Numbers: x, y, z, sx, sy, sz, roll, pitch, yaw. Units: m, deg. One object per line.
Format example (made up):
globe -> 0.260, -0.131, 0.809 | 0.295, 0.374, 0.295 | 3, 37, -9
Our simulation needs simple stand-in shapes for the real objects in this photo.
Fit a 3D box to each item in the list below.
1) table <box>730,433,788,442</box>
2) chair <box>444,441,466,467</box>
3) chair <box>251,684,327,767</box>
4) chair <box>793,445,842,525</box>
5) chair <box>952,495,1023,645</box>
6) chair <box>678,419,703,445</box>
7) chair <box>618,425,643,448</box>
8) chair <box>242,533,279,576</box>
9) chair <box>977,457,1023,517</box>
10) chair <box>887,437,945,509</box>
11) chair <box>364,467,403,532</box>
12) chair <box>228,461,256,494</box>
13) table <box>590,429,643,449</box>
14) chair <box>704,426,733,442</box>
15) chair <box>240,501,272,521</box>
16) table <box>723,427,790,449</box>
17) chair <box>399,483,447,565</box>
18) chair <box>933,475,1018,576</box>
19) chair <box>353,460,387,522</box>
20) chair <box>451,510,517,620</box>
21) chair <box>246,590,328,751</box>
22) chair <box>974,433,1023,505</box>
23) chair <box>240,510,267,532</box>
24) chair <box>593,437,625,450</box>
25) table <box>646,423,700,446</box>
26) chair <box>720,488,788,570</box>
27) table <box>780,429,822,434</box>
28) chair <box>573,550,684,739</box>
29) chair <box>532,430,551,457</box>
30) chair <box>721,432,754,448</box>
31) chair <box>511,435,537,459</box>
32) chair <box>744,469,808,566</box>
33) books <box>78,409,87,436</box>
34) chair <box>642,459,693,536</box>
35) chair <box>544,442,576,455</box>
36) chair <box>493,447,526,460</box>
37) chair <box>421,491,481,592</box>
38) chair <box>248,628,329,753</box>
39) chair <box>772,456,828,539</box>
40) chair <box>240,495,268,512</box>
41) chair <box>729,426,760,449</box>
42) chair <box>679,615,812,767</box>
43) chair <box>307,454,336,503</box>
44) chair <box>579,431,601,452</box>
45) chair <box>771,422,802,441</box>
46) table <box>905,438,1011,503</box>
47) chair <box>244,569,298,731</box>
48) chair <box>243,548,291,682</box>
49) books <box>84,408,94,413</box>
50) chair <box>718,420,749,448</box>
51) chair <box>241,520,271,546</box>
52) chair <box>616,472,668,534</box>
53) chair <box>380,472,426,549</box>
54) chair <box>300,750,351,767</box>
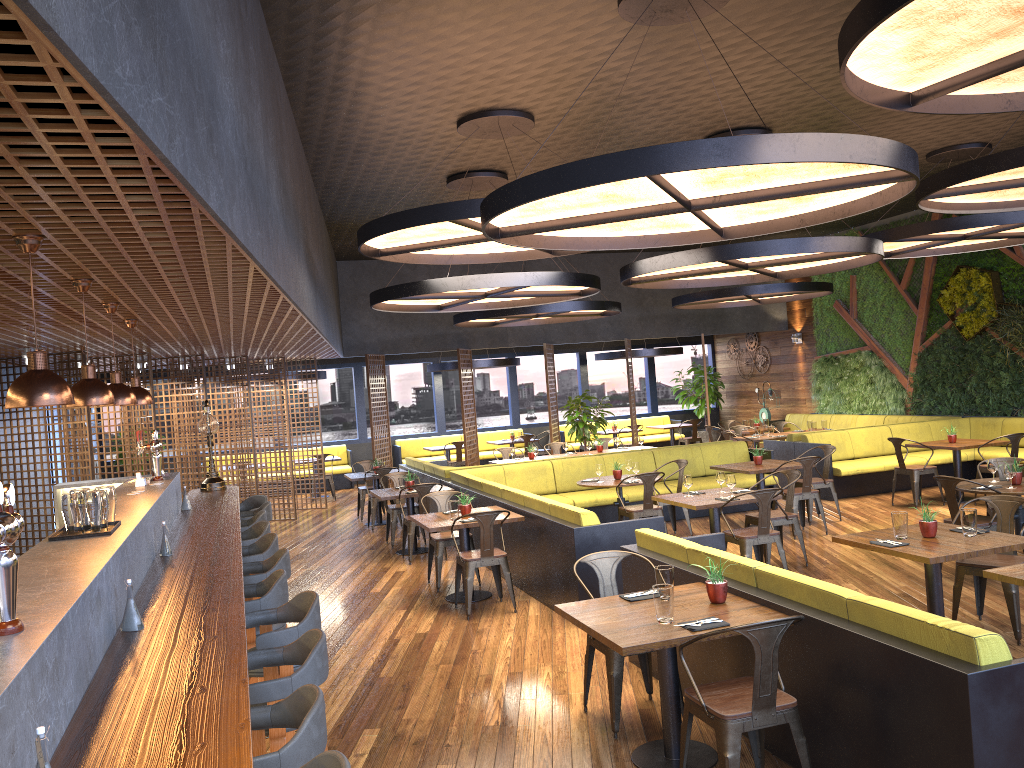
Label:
table -> 4.370, 1.270, 15.090 | 0.887, 0.763, 0.906 | -4, 0, -18
chair -> -1.094, 1.594, 17.801 | 0.504, 0.917, 0.541 | -4, 0, -17
chair -> -0.784, 1.519, 2.797 | 0.483, 1.048, 0.438 | -4, 0, 44
chair -> 3.760, 1.239, 11.017 | 0.541, 0.917, 0.504 | -4, 0, -17
chair -> 3.394, 1.271, 6.217 | 0.541, 0.917, 0.504 | -4, 0, -40
chair -> 3.914, 1.221, 19.378 | 0.504, 0.917, 0.541 | -4, 0, -17
chair -> 2.553, 1.322, 18.950 | 0.504, 0.917, 0.541 | -4, 0, -17
chair -> -1.828, 1.594, 6.187 | 0.483, 1.048, 0.438 | -4, 0, 33
chair -> 4.690, 1.173, 8.331 | 0.504, 0.917, 0.541 | -4, 0, 22
chair -> 5.230, 1.130, 11.560 | 0.541, 0.917, 0.504 | -4, 0, -17
chair -> -1.880, 1.657, 12.952 | 0.504, 0.917, 0.541 | -4, 0, -17
chair -> -5.007, 1.886, 16.568 | 0.504, 0.917, 0.541 | -4, 0, -17
table -> 2.317, 1.418, 19.610 | 0.906, 0.763, 0.887 | -4, 0, -18
chair -> 3.954, 1.220, 16.752 | 0.541, 0.917, 0.504 | -4, 0, -17
chair -> -2.420, 1.636, 8.207 | 0.438, 1.048, 0.483 | -4, 0, 11
table -> 4.702, 1.243, 16.965 | 0.887, 0.763, 0.906 | -4, 0, -18
chair -> -1.049, 1.597, 10.376 | 0.504, 0.917, 0.541 | -4, 0, -17
chair -> 3.991, 1.225, 7.681 | 0.541, 0.917, 0.504 | -4, 0, -17
chair -> -2.246, 1.683, 14.123 | 0.504, 0.917, 0.541 | -4, 0, -17
chair -> -0.257, 1.541, 7.797 | 0.504, 0.917, 0.541 | -4, 0, -17
chair -> -1.094, 1.541, 4.178 | 0.438, 1.048, 0.483 | -4, 0, 2
chair -> 6.134, 1.063, 11.086 | 0.504, 0.917, 0.541 | -4, 0, -17
chair -> -2.297, 1.627, 7.594 | 0.483, 1.048, 0.438 | -4, 0, 44
chair -> 1.702, 1.389, 15.221 | 0.504, 0.917, 0.541 | -4, 0, -17
table -> 3.649, 1.319, 20.026 | 0.887, 0.763, 0.906 | -4, 0, -18
chair -> 2.146, 1.362, 7.875 | 0.504, 0.917, 0.541 | -4, 0, -17
table -> 5.257, 1.204, 15.369 | 0.887, 0.763, 0.906 | -4, 0, -18
chair -> 0.661, 1.475, 5.169 | 0.504, 0.917, 0.541 | -4, 0, -17
chair -> 0.639, 1.464, 19.067 | 0.541, 0.917, 0.504 | -4, 0, -17
chair -> 3.812, 1.232, 14.839 | 0.541, 0.917, 0.504 | -4, 0, -17
chair -> 0.267, 1.493, 18.229 | 0.504, 0.917, 0.541 | -4, 0, -17
chair -> 2.592, 1.328, 8.749 | 0.541, 0.917, 0.504 | -4, 0, -17
books -> -7.728, 0.701, 15.996 | 0.223, 0.489, 0.286 | -4, 0, -26
chair -> 1.853, 1.381, 10.595 | 0.541, 0.917, 0.504 | -4, 0, -17
chair -> 0.845, 1.452, 14.951 | 0.504, 0.917, 0.541 | -4, 0, -17
chair -> -0.017, 1.517, 14.679 | 0.504, 0.917, 0.541 | -4, 0, -17
chair -> -0.629, 1.567, 8.985 | 0.504, 0.917, 0.541 | -4, 0, -17
chair -> -0.915, 1.528, 3.472 | 0.438, 1.048, 0.483 | -4, 0, 11
chair -> 3.291, 1.275, 10.191 | 0.504, 0.917, 0.541 | -4, 0, -17
chair -> -2.606, 1.649, 8.766 | 0.438, 1.048, 0.483 | -4, 0, -26
chair -> 4.168, 1.205, 15.745 | 0.504, 0.917, 0.541 | -4, 0, -17
chair -> 1.038, 1.448, 3.963 | 0.504, 0.917, 0.541 | -4, 0, -17
chair -> -3.646, 1.784, 16.997 | 0.504, 0.917, 0.541 | -4, 0, -17
chair -> 1.683, 1.386, 19.459 | 0.541, 0.917, 0.504 | -4, 0, -17
chair -> 4.994, 1.143, 16.005 | 0.504, 0.917, 0.541 | -4, 0, -17
table -> 5.926, 1.157, 11.757 | 0.887, 0.763, 0.906 | -4, 0, -18
chair -> -1.419, 1.564, 4.829 | 0.483, 1.048, 0.438 | -4, 0, 44
chair -> -1.571, 1.575, 5.498 | 0.438, 1.048, 0.483 | -4, 0, 11
books -> -7.958, 0.430, 16.636 | 0.177, 0.245, 0.450 | -4, 0, -17
chair -> 4.423, 1.184, 17.682 | 0.504, 0.917, 0.541 | -4, 0, -17
chair -> -2.060, 1.610, 6.855 | 0.438, 1.048, 0.483 | -4, 0, -3
chair -> 1.440, 1.413, 9.815 | 0.504, 0.917, 0.541 | -4, 0, -17
chair -> -1.422, 1.624, 11.565 | 0.504, 0.917, 0.541 | -4, 0, -17
chair -> -0.594, 1.505, 2.231 | 0.483, 1.048, 0.438 | -4, 0, 44
